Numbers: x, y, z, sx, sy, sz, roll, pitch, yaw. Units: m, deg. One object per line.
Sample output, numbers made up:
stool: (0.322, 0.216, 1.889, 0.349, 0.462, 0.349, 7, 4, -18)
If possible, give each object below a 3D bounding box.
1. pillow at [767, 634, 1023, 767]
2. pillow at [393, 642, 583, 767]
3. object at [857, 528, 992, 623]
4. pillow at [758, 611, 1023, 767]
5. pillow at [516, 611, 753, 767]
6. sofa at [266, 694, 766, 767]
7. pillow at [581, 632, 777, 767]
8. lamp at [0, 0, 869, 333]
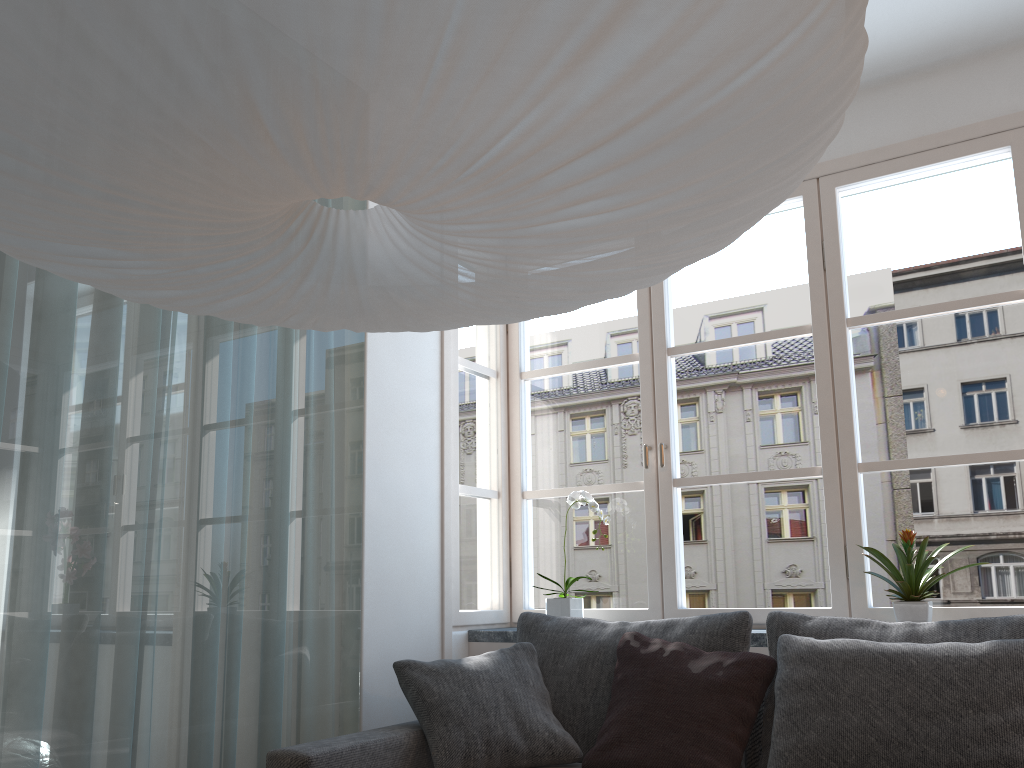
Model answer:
pillow: (0.994, 0.846, 2.246, 0.669, 0.392, 0.295, -8, -13, 31)
pillow: (-0.081, 0.982, 2.697, 0.516, 0.355, 0.351, 3, -12, -19)
object: (1.295, 0.621, 2.804, 0.376, 0.324, 0.327, -2, -12, 6)
pillow: (1.080, 0.846, 2.363, 0.843, 0.469, 0.279, -9, -13, 31)
pillow: (0.333, 0.963, 2.801, 0.840, 0.472, 0.277, -9, -13, 31)
sofa: (0.671, 0.976, 1.547, 3.081, 0.663, 2.060, -9, -15, 31)
pillow: (0.469, 0.922, 2.534, 0.523, 0.398, 0.314, -9, -13, 33)
lamp: (-0.249, -0.295, 1.324, 1.472, 0.207, 1.489, 5, -14, -21)
